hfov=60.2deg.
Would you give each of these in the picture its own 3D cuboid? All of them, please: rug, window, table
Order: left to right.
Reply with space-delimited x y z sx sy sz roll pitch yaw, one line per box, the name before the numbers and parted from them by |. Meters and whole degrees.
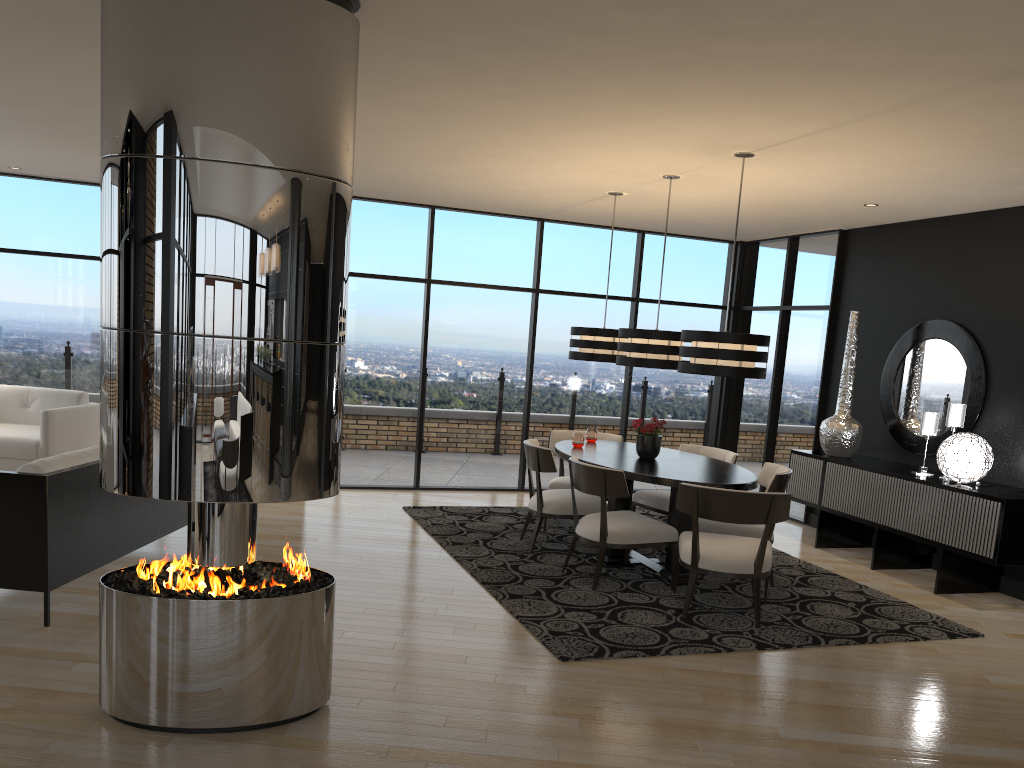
window | -0.987 -0.993 1.344 10.134 4.837 15.722 3 4 -10
rug | 0.921 1.295 6.528 2.719 0.011 3.682 3 3 -19
table | 0.955 0.919 6.409 1.210 0.777 2.083 3 4 -17

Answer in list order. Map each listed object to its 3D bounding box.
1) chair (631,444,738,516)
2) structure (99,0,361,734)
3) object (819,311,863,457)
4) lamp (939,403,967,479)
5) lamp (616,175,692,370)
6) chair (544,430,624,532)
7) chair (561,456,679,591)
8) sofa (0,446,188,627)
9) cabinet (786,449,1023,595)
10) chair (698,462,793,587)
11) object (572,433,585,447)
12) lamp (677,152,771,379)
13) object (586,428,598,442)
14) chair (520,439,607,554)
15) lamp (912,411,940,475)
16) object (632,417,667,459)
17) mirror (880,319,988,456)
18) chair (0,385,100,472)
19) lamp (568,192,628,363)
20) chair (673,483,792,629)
chair | 1.372 0.904 6.923 0.616 0.815 0.636 0 8 -33
structure | -1.096 -0.067 3.389 0.893 2.775 0.578 3 8 -9
object | 2.800 0.003 7.381 0.344 1.223 0.339 3 8 -10
lamp | 3.224 0.416 6.465 0.124 0.557 0.131 9 10 33
lamp | 1.056 -0.781 6.211 0.536 1.344 0.528 1 8 -20
chair | 0.599 0.824 7.392 0.642 0.815 0.609 4 6 2
chair | 0.674 0.913 5.798 0.616 0.815 0.635 1 7 -26
sofa | -2.592 0.706 5.276 0.838 0.811 2.013 4 4 3
cabinet | 3.041 1.050 6.815 0.611 0.774 2.213 2 4 -19
chair | 1.591 0.960 6.165 0.615 0.815 0.636 5 6 9
object | 0.505 0.427 6.718 0.095 0.107 0.094 3 6 -8
lamp | 1.342 -0.716 5.371 0.536 1.344 0.528 1 8 -20
object | 0.644 0.415 7.127 0.094 0.107 0.095 9 7 37
chair | 0.366 0.849 6.594 0.616 0.815 0.635 3 6 -9
lamp | 3.109 0.442 6.616 0.132 0.471 0.123 5 8 3
object | 0.975 0.385 6.333 0.229 0.302 0.234 2 7 -17
mirror | 3.307 0.032 6.988 0.025 1.090 1.063 1 6 -19
chair | -4.075 0.468 7.271 1.001 0.866 0.846 4 6 3
lamp | 0.771 -0.846 7.050 0.536 1.344 0.528 1 8 -20
chair | 1.275 0.985 5.266 0.642 0.815 0.610 5 6 9
